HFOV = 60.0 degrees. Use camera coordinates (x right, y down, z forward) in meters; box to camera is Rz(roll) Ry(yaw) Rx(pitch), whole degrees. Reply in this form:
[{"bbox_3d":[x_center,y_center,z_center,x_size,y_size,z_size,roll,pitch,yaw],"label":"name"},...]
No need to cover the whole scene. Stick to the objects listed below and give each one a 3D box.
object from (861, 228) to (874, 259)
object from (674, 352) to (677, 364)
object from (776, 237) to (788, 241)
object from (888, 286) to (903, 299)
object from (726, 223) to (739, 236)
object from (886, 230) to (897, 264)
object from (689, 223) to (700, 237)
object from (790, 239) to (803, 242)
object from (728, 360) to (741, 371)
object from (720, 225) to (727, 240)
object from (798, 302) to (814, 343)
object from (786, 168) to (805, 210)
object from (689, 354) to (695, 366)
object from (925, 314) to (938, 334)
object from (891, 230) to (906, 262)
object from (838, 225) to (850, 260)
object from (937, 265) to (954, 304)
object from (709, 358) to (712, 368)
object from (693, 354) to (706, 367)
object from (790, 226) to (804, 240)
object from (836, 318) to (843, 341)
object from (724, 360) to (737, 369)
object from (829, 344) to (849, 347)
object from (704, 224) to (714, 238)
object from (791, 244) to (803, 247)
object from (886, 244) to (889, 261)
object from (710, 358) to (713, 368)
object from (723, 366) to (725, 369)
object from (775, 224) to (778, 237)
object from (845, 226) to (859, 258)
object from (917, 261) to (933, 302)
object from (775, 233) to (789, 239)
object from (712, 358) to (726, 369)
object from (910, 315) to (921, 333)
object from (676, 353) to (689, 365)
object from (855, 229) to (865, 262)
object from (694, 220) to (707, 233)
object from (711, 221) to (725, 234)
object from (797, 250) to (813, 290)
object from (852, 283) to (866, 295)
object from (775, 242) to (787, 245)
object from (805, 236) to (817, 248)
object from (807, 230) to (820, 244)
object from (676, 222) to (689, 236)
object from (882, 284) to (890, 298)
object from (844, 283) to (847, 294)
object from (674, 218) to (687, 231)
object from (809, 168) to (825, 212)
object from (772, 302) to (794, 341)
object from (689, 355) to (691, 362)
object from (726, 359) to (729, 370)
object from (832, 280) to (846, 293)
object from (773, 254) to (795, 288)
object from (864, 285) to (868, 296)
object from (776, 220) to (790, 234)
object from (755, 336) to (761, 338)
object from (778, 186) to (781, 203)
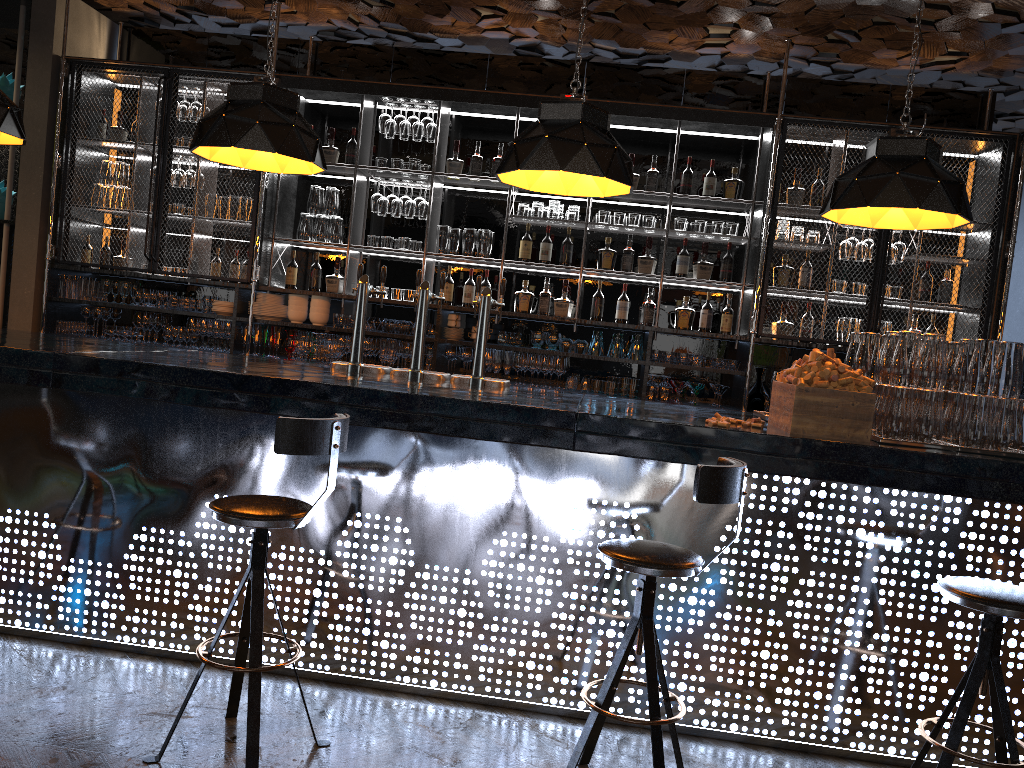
[{"bbox_3d":[2.461,-0.986,6.110,0.092,0.244,0.092,6,3,0],"label":"object"},{"bbox_3d":[1.203,-0.182,6.361,0.084,0.082,0.084,6,3,3],"label":"object"},{"bbox_3d":[1.885,-1.040,6.181,0.089,0.092,0.089,8,4,31],"label":"object"},{"bbox_3d":[2.659,-0.629,6.155,0.089,0.092,0.089,6,3,-10],"label":"object"},{"bbox_3d":[1.544,-1.080,6.227,0.089,0.092,0.089,6,3,-9],"label":"object"},{"bbox_3d":[2.678,-0.970,6.255,0.092,0.244,0.092,6,3,0],"label":"object"},{"bbox_3d":[1.326,-1.114,6.424,0.089,0.092,0.089,6,3,-9],"label":"object"},{"bbox_3d":[1.992,-1.030,6.195,0.089,0.092,0.089,8,4,31],"label":"object"},{"bbox_3d":[1.533,-0.129,6.121,0.088,0.070,0.098,7,3,15],"label":"object"},{"bbox_3d":[1.538,-1.089,6.391,0.089,0.092,0.089,3,4,-45],"label":"object"},{"bbox_3d":[2.086,-0.433,6.267,0.086,0.299,0.086,4,4,-36],"label":"object"},{"bbox_3d":[1.992,-1.370,6.219,0.123,0.279,0.123,7,3,14],"label":"object"},{"bbox_3d":[1.296,-0.167,6.255,0.084,0.082,0.084,7,3,12],"label":"object"},{"bbox_3d":[2.927,-0.337,6.197,0.086,0.298,0.086,4,4,-36],"label":"object"},{"bbox_3d":[2.661,-0.963,6.091,0.092,0.244,0.092,6,3,0],"label":"object"},{"bbox_3d":[2.369,-1.005,6.284,0.092,0.244,0.092,6,3,0],"label":"object"},{"bbox_3d":[3.015,-0.685,6.159,0.083,0.282,0.083,7,3,16],"label":"object"},{"bbox_3d":[1.462,-0.150,6.376,0.088,0.070,0.098,6,3,-10],"label":"object"},{"bbox_3d":[1.303,-0.161,6.156,0.084,0.082,0.084,5,3,-12],"label":"object"},{"bbox_3d":[1.994,-1.050,6.194,0.089,0.092,0.089,8,4,31],"label":"object"},{"bbox_3d":[2.339,-0.359,6.267,0.105,0.209,0.105,6,3,-10],"label":"object"},{"bbox_3d":[1.551,-0.138,6.321,0.098,0.070,0.088,4,4,-38],"label":"object"},{"bbox_3d":[2.443,-0.248,6.181,0.437,0.019,0.273,6,3,5],"label":"object"},{"bbox_3d":[1.428,-1.101,6.390,0.089,0.092,0.089,6,3,-9],"label":"object"},{"bbox_3d":[2.039,-1.033,6.349,0.089,0.092,0.089,4,4,-34],"label":"object"},{"bbox_3d":[2.559,-0.974,6.100,0.092,0.244,0.092,6,3,0],"label":"object"},{"bbox_3d":[1.449,-0.146,6.277,0.088,0.070,0.098,8,4,29],"label":"object"},{"bbox_3d":[1.564,-0.142,6.422,0.098,0.070,0.088,6,3,6],"label":"object"},{"bbox_3d":[1.926,-1.092,6.319,0.089,0.092,0.089,6,3,-10],"label":"object"},{"bbox_3d":[2.352,-0.998,6.120,0.092,0.244,0.092,6,3,0],"label":"object"},{"bbox_3d":[2.881,-0.709,6.175,0.086,0.299,0.086,4,4,-36],"label":"object"},{"bbox_3d":[1.888,-1.062,6.180,0.089,0.092,0.089,8,4,31],"label":"object"},{"bbox_3d":[1.438,-0.142,6.180,0.088,0.070,0.098,9,4,41],"label":"object"},{"bbox_3d":[2.801,-0.344,6.195,0.083,0.282,0.083,6,3,-9],"label":"object"},{"bbox_3d":[1.185,-0.174,6.168,0.084,0.082,0.084,7,3,23],"label":"object"},{"bbox_3d":[2.477,-0.993,6.274,0.092,0.244,0.092,6,3,0],"label":"object"},{"bbox_3d":[1.333,-1.105,6.279,0.089,0.092,0.089,6,3,5],"label":"object"},{"bbox_3d":[1.444,-1.090,6.230,0.089,0.092,0.089,3,4,-45],"label":"object"},{"bbox_3d":[2.077,-0.798,6.263,0.086,0.298,0.086,4,4,-36],"label":"object"},{"bbox_3d":[2.420,-0.656,6.193,0.089,0.092,0.089,6,3,6],"label":"object"},{"bbox_3d":[1.921,-1.044,6.322,0.089,0.092,0.089,8,4,29],"label":"object"},{"bbox_3d":[2.138,-1.021,6.333,0.089,0.092,0.089,8,4,31],"label":"object"},{"bbox_3d":[2.099,-1.017,6.173,0.089,0.092,0.089,4,4,-34],"label":"object"},{"bbox_3d":[1.225,-1.123,6.400,0.089,0.092,0.089,3,4,-40],"label":"object"},{"bbox_3d":[2.556,-0.638,6.119,0.089,0.092,0.089,6,3,-10],"label":"object"},{"bbox_3d":[2.311,-0.671,6.248,0.089,0.092,0.089,4,4,-28],"label":"object"},{"bbox_3d":[1.187,-1.120,6.263,0.089,0.092,0.089,6,3,-9],"label":"object"},{"bbox_3d":[2.144,-1.364,6.220,0.086,0.297,0.086,4,4,-36],"label":"object"},{"bbox_3d":[1.915,-0.440,6.267,0.123,0.279,0.123,6,3,-6],"label":"object"},{"bbox_3d":[1.260,-0.180,6.430,0.084,0.082,0.084,3,4,-45],"label":"object"},{"bbox_3d":[1.540,-0.133,6.219,0.098,0.070,0.088,8,4,32],"label":"object"},{"bbox_3d":[2.263,-0.671,6.151,0.089,0.092,0.089,6,3,-10],"label":"object"},{"bbox_3d":[1.920,-0.790,6.265,0.151,0.248,0.094,7,3,14],"label":"object"},{"bbox_3d":[2.501,-0.654,6.298,0.089,0.092,0.089,5,3,-19],"label":"object"},{"bbox_3d":[1.890,-1.088,6.178,0.089,0.092,0.089,8,4,31],"label":"object"},{"bbox_3d":[1.739,-0.472,6.305,0.086,0.298,0.086,4,4,-36],"label":"object"},{"bbox_3d":[1.850,-1.397,6.252,0.086,0.299,0.086,4,4,-36],"label":"object"}]
